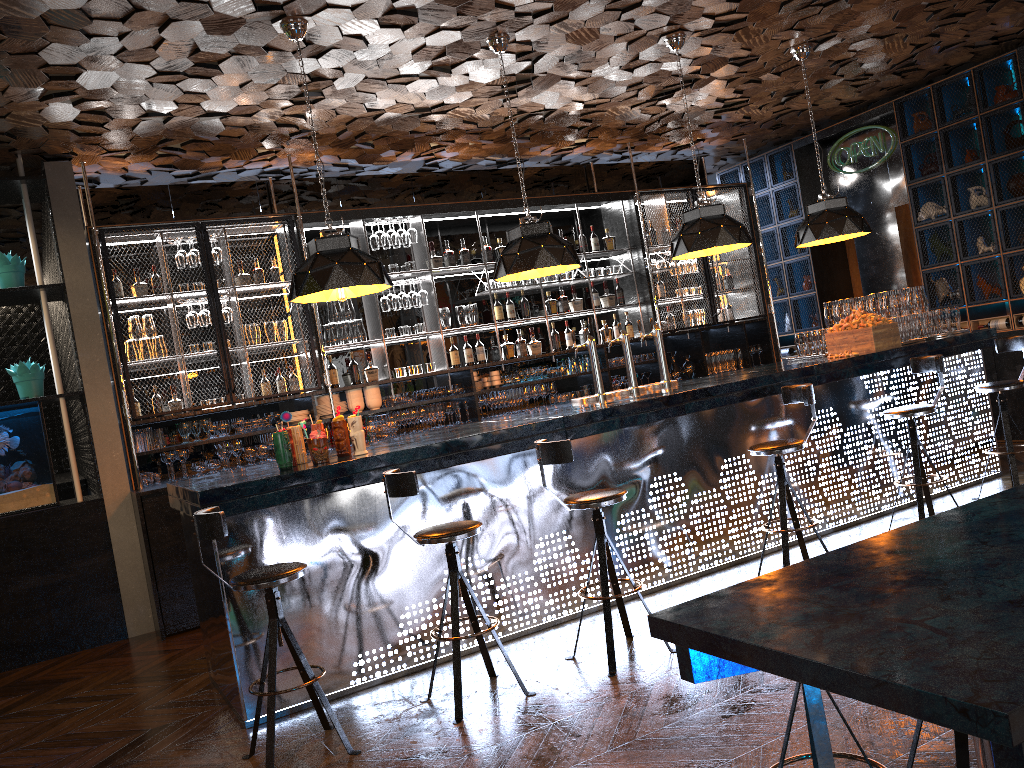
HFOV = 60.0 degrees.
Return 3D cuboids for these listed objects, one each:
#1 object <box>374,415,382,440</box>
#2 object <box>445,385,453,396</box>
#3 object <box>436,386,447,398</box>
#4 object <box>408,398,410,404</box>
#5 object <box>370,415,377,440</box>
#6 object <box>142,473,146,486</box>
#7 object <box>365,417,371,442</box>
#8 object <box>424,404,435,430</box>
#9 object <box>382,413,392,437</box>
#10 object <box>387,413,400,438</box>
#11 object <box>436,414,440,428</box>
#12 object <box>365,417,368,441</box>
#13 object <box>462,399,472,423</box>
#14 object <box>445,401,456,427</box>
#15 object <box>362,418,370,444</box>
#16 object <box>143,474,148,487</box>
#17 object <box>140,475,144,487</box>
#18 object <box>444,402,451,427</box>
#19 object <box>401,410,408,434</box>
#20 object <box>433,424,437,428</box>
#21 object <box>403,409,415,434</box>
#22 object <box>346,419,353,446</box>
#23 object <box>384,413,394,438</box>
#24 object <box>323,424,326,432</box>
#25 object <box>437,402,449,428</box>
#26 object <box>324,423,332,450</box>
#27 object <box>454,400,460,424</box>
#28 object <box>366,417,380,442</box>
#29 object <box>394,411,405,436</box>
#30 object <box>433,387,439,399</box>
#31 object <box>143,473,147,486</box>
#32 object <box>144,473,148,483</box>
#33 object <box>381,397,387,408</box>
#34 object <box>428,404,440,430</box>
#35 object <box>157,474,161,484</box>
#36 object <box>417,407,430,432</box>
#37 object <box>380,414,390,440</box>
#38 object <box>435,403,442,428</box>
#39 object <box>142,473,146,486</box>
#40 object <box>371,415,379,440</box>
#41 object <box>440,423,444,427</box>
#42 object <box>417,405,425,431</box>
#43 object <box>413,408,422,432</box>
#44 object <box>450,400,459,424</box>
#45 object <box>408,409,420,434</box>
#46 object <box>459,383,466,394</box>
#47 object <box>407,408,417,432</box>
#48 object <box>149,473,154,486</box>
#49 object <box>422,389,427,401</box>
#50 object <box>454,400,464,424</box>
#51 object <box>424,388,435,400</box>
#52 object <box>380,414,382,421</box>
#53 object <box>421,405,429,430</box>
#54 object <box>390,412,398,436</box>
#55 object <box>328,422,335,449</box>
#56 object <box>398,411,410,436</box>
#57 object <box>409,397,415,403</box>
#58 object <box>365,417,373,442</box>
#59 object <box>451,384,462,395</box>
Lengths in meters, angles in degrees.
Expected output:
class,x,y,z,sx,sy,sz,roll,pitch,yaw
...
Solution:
class,x,y,z,sx,sy,sz,roll,pitch,yaw
object,-1.155,0.382,7.814,0.082,0.213,0.082,-9,1,41
object,-0.577,0.063,8.158,0.095,0.096,0.095,-10,1,-27
object,-0.634,0.073,8.020,0.093,0.099,0.093,-10,1,-9
object,-0.917,0.149,7.948,0.044,0.048,0.049,-10,1,4
object,-1.237,0.394,7.974,0.082,0.213,0.082,-10,1,-28
object,-2.859,0.747,6.916,0.033,0.101,0.033,-9,1,43
object,-1.278,0.403,7.850,0.082,0.213,0.082,-10,1,-7
object,-0.746,0.301,8.061,0.071,0.226,0.071,-9,1,34
object,-1.112,0.373,7.939,0.082,0.213,0.082,-10,1,-40
object,-1.035,0.362,7.777,0.082,0.213,0.082,-10,1,2
object,-0.684,0.294,8.140,0.092,0.218,0.092,-9,1,23
object,-1.323,0.409,7.924,0.082,0.213,0.082,-10,1,2
object,-0.414,0.248,8.152,0.071,0.217,0.071,-10,1,-20
object,-0.551,0.272,8.060,0.092,0.218,0.092,-9,1,23
object,-1.284,0.407,7.645,0.082,0.213,0.082,-10,1,1
object,-2.802,0.739,6.804,0.033,0.101,0.033,-10,1,-4
object,-2.849,0.748,6.810,0.028,0.097,0.028,-10,1,-38
object,-0.587,0.277,8.163,0.092,0.218,0.092,-9,1,23
object,-0.993,0.348,8.095,0.084,0.216,0.084,-10,1,-29
object,-0.729,0.300,8.237,0.092,0.218,0.092,-9,1,23
object,-0.929,0.339,7.979,0.084,0.216,0.084,-10,1,-35
object,-1.388,0.417,7.617,0.073,0.229,0.073,-10,1,-39
object,-1.071,0.367,7.860,0.082,0.213,0.082,-9,1,43
object,-1.592,0.454,7.489,0.073,0.229,0.073,-10,1,-39
object,-0.623,0.281,7.986,0.071,0.226,0.071,-9,1,34
object,-1.572,0.449,7.580,0.073,0.229,0.073,-10,1,-39
object,-0.499,0.261,8.245,0.071,0.217,0.071,-10,1,-20
object,-1.207,0.393,7.687,0.082,0.213,0.082,-10,1,1
object,-1.010,0.353,7.939,0.084,0.216,0.084,-10,1,-16
object,-0.686,0.080,8.110,0.093,0.099,0.093,-9,1,34
object,-2.840,0.745,6.877,0.033,0.101,0.033,-10,1,-37
object,-2.821,0.742,6.844,0.033,0.101,0.033,-9,1,43
object,-1.134,0.160,8.004,0.100,0.100,0.089,-10,1,-21
object,-0.705,0.296,7.987,0.071,0.226,0.071,-9,1,34
object,-2.712,0.733,6.826,0.034,0.080,0.034,-10,1,-15
object,-0.791,0.317,7.904,0.084,0.216,0.084,-9,1,14
object,-1.116,0.377,7.735,0.082,0.213,0.082,-10,1,5
object,-0.661,0.287,8.058,0.071,0.226,0.071,-9,1,34
object,-2.880,0.751,6.951,0.033,0.101,0.033,-10,1,-23
object,-1.197,0.388,7.893,0.082,0.213,0.082,-10,1,4
object,-0.675,0.290,8.268,0.092,0.218,0.092,-9,1,23
object,-0.831,0.314,8.210,0.071,0.226,0.071,-9,1,34
object,-0.857,0.326,8.025,0.084,0.216,0.084,-9,1,14
object,-0.526,0.264,8.320,0.071,0.217,0.071,-10,1,-20
object,-0.870,0.331,7.861,0.084,0.216,0.084,-10,1,-13
object,-0.478,0.045,8.174,0.095,0.096,0.095,-10,1,-4
object,-0.917,0.334,8.144,0.084,0.216,0.084,-10,1,-5
object,-2.775,0.734,6.838,0.031,0.098,0.031,-10,1,11
object,-0.794,0.099,8.110,0.093,0.099,0.093,-10,1,-41
object,-0.486,0.260,8.158,0.071,0.217,0.071,-10,1,-20
object,-0.744,0.092,8.014,0.093,0.099,0.093,-10,1,-11
object,-1.151,0.378,8.019,0.082,0.213,0.082,-10,1,-37
object,-0.786,0.307,8.145,0.071,0.226,0.071,-9,1,34
object,-1.076,0.363,8.058,0.084,0.216,0.084,-10,1,11
object,-1.545,0.442,7.689,0.073,0.229,0.073,-10,1,-39
object,-0.953,0.345,7.819,0.084,0.216,0.084,-10,1,-40
object,-0.890,0.145,7.899,0.049,0.048,0.044,-9,1,15
object,-1.243,0.398,7.766,0.082,0.213,0.082,-9,1,38
object,-0.506,0.052,8.078,0.095,0.096,0.095,-9,1,36
